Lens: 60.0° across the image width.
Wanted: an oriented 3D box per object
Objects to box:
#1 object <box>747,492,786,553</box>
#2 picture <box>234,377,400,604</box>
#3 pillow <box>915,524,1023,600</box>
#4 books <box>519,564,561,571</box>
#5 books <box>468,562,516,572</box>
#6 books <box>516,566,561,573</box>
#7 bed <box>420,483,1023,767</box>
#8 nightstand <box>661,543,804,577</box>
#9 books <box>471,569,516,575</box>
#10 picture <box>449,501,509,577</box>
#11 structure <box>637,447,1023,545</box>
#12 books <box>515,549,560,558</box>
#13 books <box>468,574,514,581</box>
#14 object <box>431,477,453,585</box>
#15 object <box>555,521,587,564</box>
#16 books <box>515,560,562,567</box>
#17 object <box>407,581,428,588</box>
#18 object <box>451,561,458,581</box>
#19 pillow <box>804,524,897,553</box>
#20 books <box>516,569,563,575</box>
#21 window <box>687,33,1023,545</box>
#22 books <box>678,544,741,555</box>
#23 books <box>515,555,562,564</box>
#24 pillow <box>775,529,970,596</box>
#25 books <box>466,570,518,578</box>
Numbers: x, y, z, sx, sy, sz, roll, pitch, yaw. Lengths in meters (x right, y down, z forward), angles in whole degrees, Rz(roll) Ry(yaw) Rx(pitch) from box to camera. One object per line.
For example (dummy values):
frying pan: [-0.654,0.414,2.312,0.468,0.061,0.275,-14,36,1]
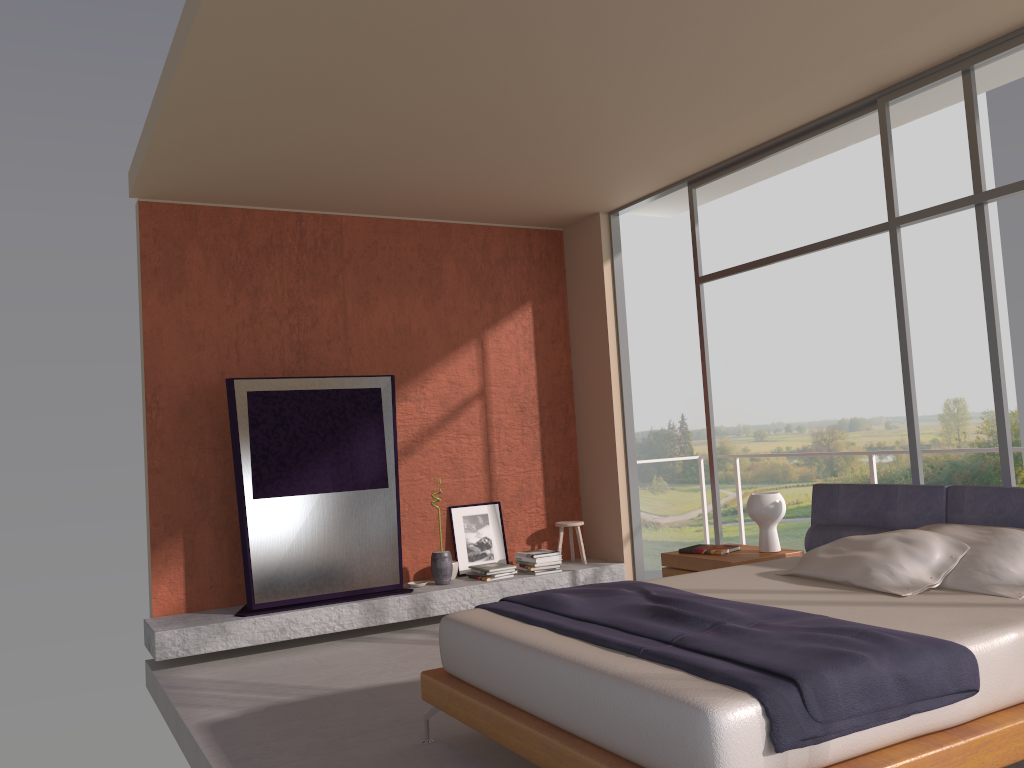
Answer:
object: [1.505,0.814,5.224,0.224,0.338,0.224,-2,-4,-17]
picture: [-1.325,0.700,6.199,1.129,1.496,0.126,-2,-4,-29]
pillow: [1.962,0.766,3.869,0.400,0.265,0.791,-2,-4,-26]
books: [0.218,1.434,7.002,0.247,0.025,0.287,-2,-4,-18]
books: [-0.151,1.416,6.854,0.247,0.018,0.328,-1,-4,-32]
books: [0.211,1.458,7.024,0.247,0.018,0.287,-1,-4,-29]
bed: [1.109,0.997,3.707,2.462,0.959,2.017,-2,-4,-29]
nightstand: [1.325,1.281,5.287,0.562,0.556,0.628,-2,-4,-29]
books: [-0.146,1.437,6.849,0.247,0.025,0.287,-2,-4,-26]
picture: [-0.262,1.242,7.139,0.458,0.550,0.117,-2,-4,-29]
structure: [3.179,0.791,4.117,0.728,1.005,7.689,-2,-4,-29]
books: [0.204,1.345,7.031,0.247,0.025,0.287,-1,-4,-29]
books: [-0.161,1.483,6.843,0.247,0.025,0.287,-1,-4,-32]
object: [-0.545,1.103,6.688,0.165,0.810,0.165,-3,-4,-5]
object: [0.499,1.318,7.348,0.260,0.349,0.257,-6,-4,30]
books: [0.210,1.409,7.022,0.247,0.027,0.328,-2,-4,-27]
object: [-0.705,1.504,6.624,0.152,0.040,0.152,-4,-4,6]
object: [-0.504,1.450,6.870,0.179,0.137,0.180,-2,-4,-16]
pillow: [2.009,0.795,4.204,0.205,0.201,1.470,-2,-4,-29]
books: [0.215,1.475,7.018,0.247,0.018,0.328,-2,-4,-27]
window: [2.858,-0.197,3.820,0.075,3.133,6.106,-2,-4,-29]
books: [1.198,1.003,5.374,0.287,0.025,0.247,-7,-5,42]
books: [0.208,1.376,7.024,0.247,0.038,0.319,-1,-4,-31]
pillow: [1.630,0.811,4.093,0.431,0.264,0.869,-2,-4,-21]
books: [-0.155,1.460,6.859,0.247,0.018,0.328,0,-5,-44]
